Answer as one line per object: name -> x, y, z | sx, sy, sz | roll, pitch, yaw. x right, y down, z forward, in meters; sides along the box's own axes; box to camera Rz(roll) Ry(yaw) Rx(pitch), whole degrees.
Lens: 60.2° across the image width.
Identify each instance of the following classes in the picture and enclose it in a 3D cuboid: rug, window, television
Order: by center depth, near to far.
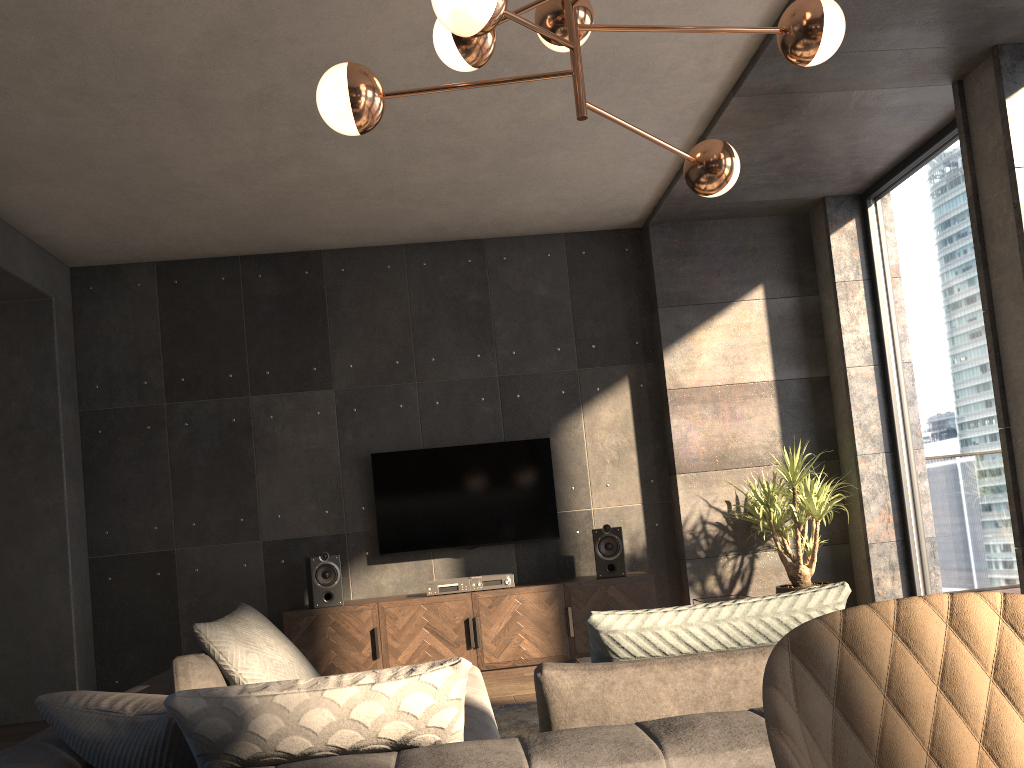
window -> 2.865, -0.441, 2.410 | 0.199, 2.973, 7.342 | -5, -8, -5
rug -> 0.615, 1.410, 3.193 | 1.728, 0.020, 3.177 | -5, -9, -5
television -> -0.326, 0.800, 6.219 | 1.264, 0.731, 0.058 | -5, -4, -5

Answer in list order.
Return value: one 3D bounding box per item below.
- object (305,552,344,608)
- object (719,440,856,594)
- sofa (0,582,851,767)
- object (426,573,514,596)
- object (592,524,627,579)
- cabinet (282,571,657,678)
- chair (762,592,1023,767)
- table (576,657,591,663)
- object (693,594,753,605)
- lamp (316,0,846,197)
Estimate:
object -> -1.233, 1.281, 5.800 | 0.198, 0.351, 0.251 | -4, -6, -20
object -> 1.844, 1.050, 5.933 | 0.956, 1.350, 1.027 | -8, -6, 26
sofa -> -0.209, 1.027, 2.734 | 2.021, 0.777, 2.942 | -5, -9, -5
object -> -0.281, 1.335, 5.882 | 0.572, 0.087, 0.273 | -5, -9, -5
object -> 0.654, 1.122, 5.960 | 0.198, 0.351, 0.251 | -6, -6, 5
cabinet -> -0.256, 1.662, 5.930 | 2.406, 0.547, 0.546 | -5, -7, -5
chair -> 0.521, 0.603, 0.700 | 0.554, 0.830, 0.515 | -5, -5, -11
table -> 0.805, 1.304, 3.649 | 0.929, 0.306, 0.940 | -5, -9, -5
object -> 0.871, 1.000, 3.580 | 0.199, 0.259, 0.198 | -5, -6, -5
lamp -> 0.266, -1.225, 2.443 | 1.461, 1.031, 1.025 | -2, -8, -29
